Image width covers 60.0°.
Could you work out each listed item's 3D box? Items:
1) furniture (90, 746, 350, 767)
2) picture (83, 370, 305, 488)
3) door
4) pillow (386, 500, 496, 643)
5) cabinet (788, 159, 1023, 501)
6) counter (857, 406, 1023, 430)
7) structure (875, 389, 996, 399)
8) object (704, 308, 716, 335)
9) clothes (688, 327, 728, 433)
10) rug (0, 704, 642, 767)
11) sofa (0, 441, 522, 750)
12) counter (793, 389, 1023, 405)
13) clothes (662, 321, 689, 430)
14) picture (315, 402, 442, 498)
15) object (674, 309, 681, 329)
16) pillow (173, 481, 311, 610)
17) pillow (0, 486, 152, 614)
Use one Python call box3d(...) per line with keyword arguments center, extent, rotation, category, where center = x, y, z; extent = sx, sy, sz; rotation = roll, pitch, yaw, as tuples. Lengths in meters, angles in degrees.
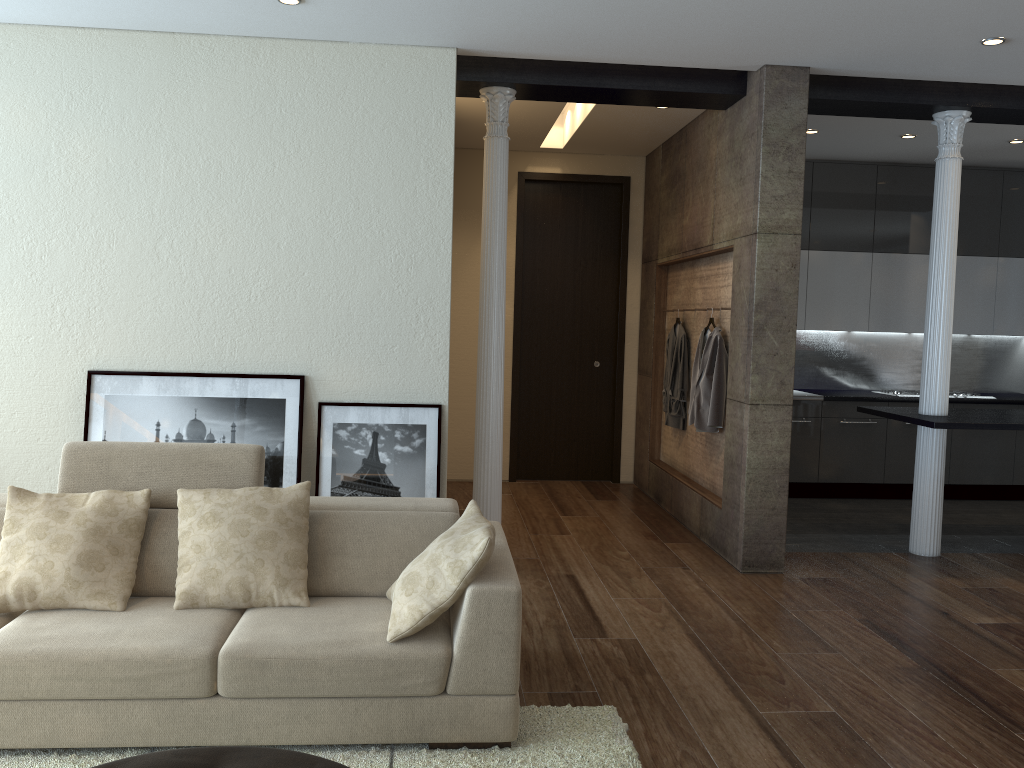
box3d(center=(-0.708, 1.141, 1.825), extent=(1.057, 0.355, 1.057), rotation=(1, 4, -3), category="furniture")
box3d(center=(-1.773, 0.513, 4.918), extent=(1.183, 1.140, 0.225), rotation=(1, 4, -5), category="picture")
box3d(center=(0.515, -0.497, 8.207), extent=(1.037, 2.814, 0.246), rotation=(1, 4, -5), category="door")
box3d(center=(-0.254, 0.666, 3.223), extent=(0.395, 0.393, 0.518), rotation=(1, 4, -8), category="pillow")
box3d(center=(5.150, -0.459, 8.204), extent=(7.409, 2.980, 0.827), rotation=(1, 4, -5), category="cabinet")
box3d(center=(4.363, 0.256, 6.038), extent=(3.700, 0.040, 1.000), rotation=(1, 4, -5), category="counter")
box3d(center=(3.840, 0.105, 8.102), extent=(0.900, 0.066, 0.520), rotation=(1, 4, -5), category="structure")
box3d(center=(1.384, -0.419, 6.154), extent=(0.010, 0.219, 0.430), rotation=(1, 4, -5), category="object")
box3d(center=(1.358, -0.033, 6.191), extent=(0.173, 0.735, 0.700), rotation=(1, 4, -6), category="clothes")
box3d(center=(-1.589, 1.309, 1.739), extent=(4.231, 0.020, 2.972), rotation=(1, 4, -5), category="rug")
box3d(center=(-1.286, 0.735, 3.365), extent=(2.581, 0.950, 1.021), rotation=(1, 4, -5), category="sofa")
box3d(center=(3.232, 0.198, 8.099), extent=(3.597, 0.223, 0.807), rotation=(1, 4, -5), category="counter")
box3d(center=(1.290, -0.074, 7.087), extent=(0.141, 0.855, 0.569), rotation=(1, 4, -5), category="clothes")
box3d(center=(-0.759, 0.609, 5.025), extent=(0.700, 0.988, 0.195), rotation=(1, 4, -5), category="picture")
box3d(center=(1.319, -0.485, 7.052), extent=(0.010, 0.219, 0.430), rotation=(1, 4, -5), category="object")
box3d(center=(-1.031, 0.610, 3.391), extent=(0.534, 0.439, 0.301), rotation=(1, 4, -9), category="pillow")
box3d(center=(-1.652, 0.608, 3.325), extent=(0.519, 0.416, 0.368), rotation=(1, 4, -10), category="pillow")
